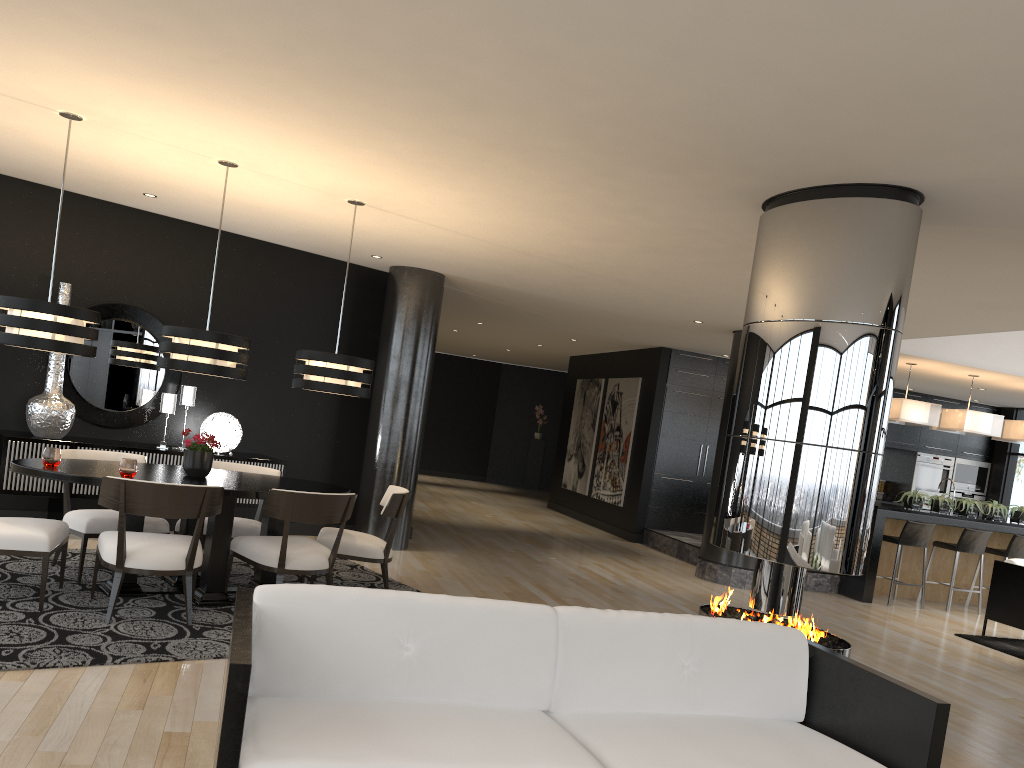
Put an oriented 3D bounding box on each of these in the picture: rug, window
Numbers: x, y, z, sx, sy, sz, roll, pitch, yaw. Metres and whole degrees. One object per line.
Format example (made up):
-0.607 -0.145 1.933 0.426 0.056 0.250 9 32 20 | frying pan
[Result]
5.969 2.592 7.581 3.043 0.011 2.472 9 -3 -15 | rug
-2.168 1.337 5.633 3.746 0.011 2.698 10 -3 -39 | rug
3.399 -0.303 5.238 15.979 4.795 10.064 9 -2 -30 | window

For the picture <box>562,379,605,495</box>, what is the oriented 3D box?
1.182 0.852 14.584 0.077 1.878 1.148 7 1 -16 | picture

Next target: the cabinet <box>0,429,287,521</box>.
-3.120 0.905 7.470 2.251 0.768 0.606 10 0 -38 | cabinet

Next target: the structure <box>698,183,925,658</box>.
1.482 0.433 4.595 0.589 2.749 0.885 7 3 -28 | structure

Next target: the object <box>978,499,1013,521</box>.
5.736 1.495 10.412 0.405 0.239 0.398 8 -1 9 | object

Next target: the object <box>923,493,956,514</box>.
4.959 1.374 10.202 0.397 0.239 0.407 8 -1 9 | object

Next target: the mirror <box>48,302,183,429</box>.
-3.342 -0.152 7.492 1.082 1.080 0.025 8 2 -39 | mirror

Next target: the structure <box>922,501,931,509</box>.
6.346 2.152 13.583 0.703 0.709 0.085 8 3 -17 | structure

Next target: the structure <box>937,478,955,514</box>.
5.203 1.651 10.894 2.786 1.021 0.652 9 1 -17 | structure

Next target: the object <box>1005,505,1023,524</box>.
6.087 1.564 10.578 0.397 0.217 0.407 8 -1 9 | object

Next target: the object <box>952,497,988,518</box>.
5.377 1.449 10.303 0.405 0.217 0.398 8 -1 9 | object

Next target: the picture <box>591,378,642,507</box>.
1.571 0.845 13.238 0.077 1.878 1.148 7 1 -16 | picture

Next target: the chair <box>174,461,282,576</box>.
-2.034 0.987 6.324 0.644 0.808 0.613 8 1 -10 | chair

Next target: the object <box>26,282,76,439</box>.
-3.548 -0.181 6.881 0.345 1.212 0.340 7 3 -30 | object

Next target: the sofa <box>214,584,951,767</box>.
0.166 1.133 2.688 2.039 0.805 0.834 9 0 -16 | sofa

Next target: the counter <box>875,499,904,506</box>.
4.581 1.643 13.393 2.871 0.034 0.727 9 -3 -17 | counter

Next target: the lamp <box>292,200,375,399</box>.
-1.160 -0.595 6.086 0.538 1.332 0.531 6 3 -39 | lamp

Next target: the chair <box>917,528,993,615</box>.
5.097 2.107 10.122 0.477 0.966 0.516 8 2 -16 | chair

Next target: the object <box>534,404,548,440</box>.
0.637 0.855 19.887 0.337 0.789 0.228 9 2 13 | object

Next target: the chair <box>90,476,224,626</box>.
-2.039 0.926 5.019 0.646 0.808 0.612 8 1 -29 | chair

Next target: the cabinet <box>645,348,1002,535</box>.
4.653 1.191 13.348 5.748 2.533 0.723 9 2 -17 | cabinet

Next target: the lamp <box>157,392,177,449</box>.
-2.937 0.311 7.501 0.125 0.466 0.131 7 2 -16 | lamp

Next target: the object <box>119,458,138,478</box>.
-2.189 0.480 5.038 0.096 0.106 0.094 8 0 -28 | object

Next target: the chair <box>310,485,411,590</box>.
-1.084 1.124 6.339 0.617 0.808 0.640 8 1 -10 | chair

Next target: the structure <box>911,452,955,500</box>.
6.448 1.437 13.548 0.703 0.709 0.085 8 3 -17 | structure

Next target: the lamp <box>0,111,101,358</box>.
-2.556 -0.847 4.963 0.538 1.332 0.531 6 3 -39 | lamp

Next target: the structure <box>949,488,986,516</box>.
7.077 1.886 13.760 0.680 0.446 0.070 8 2 -17 | structure

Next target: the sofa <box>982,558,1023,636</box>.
5.694 2.193 8.438 2.039 0.805 0.834 9 0 -16 | sofa

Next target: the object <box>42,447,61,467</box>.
-2.620 0.418 5.026 0.095 0.106 0.095 8 0 17 | object

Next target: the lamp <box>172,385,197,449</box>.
-2.832 0.290 7.655 0.132 0.551 0.124 9 3 14 | lamp

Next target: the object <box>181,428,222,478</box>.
-1.978 0.441 5.599 0.239 0.299 0.227 8 1 -36 | object

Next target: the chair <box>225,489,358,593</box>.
-1.389 1.045 5.587 0.611 0.808 0.646 9 1 44 | chair

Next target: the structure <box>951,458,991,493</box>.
7.143 1.425 13.737 0.679 0.475 0.026 8 3 -17 | structure

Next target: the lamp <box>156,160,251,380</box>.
-1.858 -0.721 5.525 0.538 1.332 0.531 6 3 -39 | lamp

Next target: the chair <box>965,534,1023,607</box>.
5.761 2.212 10.322 0.477 0.966 0.516 8 2 -16 | chair

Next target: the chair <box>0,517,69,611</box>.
-2.866 0.804 4.961 0.618 0.808 0.639 8 1 -18 | chair

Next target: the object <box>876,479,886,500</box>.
5.701 1.653 13.950 0.367 0.316 0.113 8 2 -16 | object

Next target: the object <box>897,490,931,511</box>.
4.562 1.313 10.109 0.405 0.239 0.398 8 -1 9 | object

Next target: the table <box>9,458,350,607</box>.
-2.057 0.970 5.642 2.119 0.770 1.200 10 -2 -37 | table

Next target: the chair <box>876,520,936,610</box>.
4.349 1.990 9.897 0.477 0.966 0.516 8 2 -16 | chair

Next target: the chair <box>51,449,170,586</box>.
-2.676 0.873 5.854 0.612 0.808 0.646 9 1 37 | chair

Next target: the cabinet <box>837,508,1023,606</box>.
5.220 2.109 10.635 3.126 1.040 1.174 9 0 -16 | cabinet

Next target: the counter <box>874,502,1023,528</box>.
5.296 1.578 10.609 3.126 0.032 1.175 9 -3 -16 | counter
